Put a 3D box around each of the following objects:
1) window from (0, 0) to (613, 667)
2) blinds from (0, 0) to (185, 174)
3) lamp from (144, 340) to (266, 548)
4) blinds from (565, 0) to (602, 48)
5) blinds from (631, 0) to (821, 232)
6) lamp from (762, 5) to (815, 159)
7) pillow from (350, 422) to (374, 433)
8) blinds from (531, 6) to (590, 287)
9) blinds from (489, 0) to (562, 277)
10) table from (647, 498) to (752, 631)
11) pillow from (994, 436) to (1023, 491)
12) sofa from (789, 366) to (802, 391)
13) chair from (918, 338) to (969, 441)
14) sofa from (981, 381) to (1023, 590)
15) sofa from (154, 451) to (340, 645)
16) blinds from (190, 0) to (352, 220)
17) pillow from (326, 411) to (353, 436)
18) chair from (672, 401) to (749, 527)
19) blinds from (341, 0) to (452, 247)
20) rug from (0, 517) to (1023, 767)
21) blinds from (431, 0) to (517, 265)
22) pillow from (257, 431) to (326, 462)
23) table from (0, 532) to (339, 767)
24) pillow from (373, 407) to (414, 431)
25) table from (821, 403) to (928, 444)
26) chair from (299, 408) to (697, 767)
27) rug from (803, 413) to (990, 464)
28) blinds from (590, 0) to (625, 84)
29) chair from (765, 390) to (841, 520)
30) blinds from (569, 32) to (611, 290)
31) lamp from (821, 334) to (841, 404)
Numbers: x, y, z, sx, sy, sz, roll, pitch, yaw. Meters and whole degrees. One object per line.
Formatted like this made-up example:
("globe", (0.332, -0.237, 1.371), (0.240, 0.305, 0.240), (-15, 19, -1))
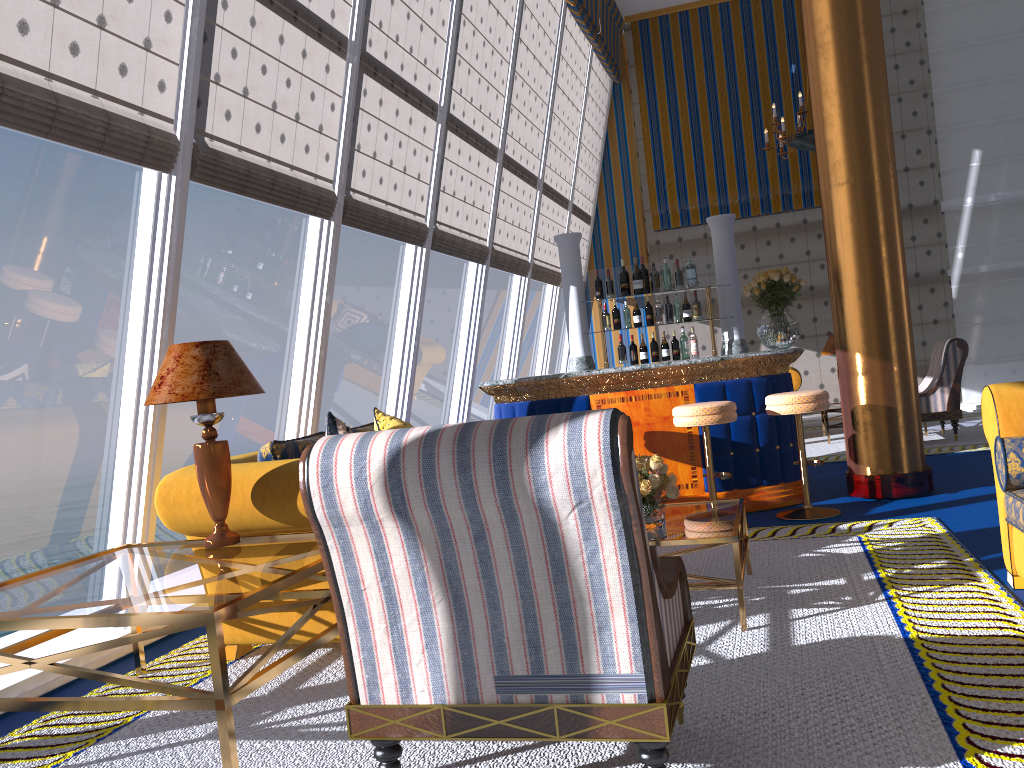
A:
("window", (-1.046, -1.797, 5.450), (1.610, 5.857, 15.543), (-6, 1, 16))
("blinds", (-1.495, -2.644, 3.181), (0.870, 3.395, 1.372), (-6, 1, 16))
("lamp", (-1.162, 0.233, 3.428), (0.442, 0.783, 0.450), (-6, 1, 31))
("blinds", (0.811, -4.492, 10.169), (0.337, 0.830, 1.532), (-6, 1, 16))
("blinds", (3.070, -3.725, 11.951), (2.647, 2.991, 0.153), (-6, 1, 15))
("lamp", (2.954, -3.447, 8.791), (1.062, 2.422, 1.056), (-6, 1, -7))
("pillow", (-0.780, 0.481, 4.725), (0.245, 0.546, 0.613), (-6, 1, 14))
("blinds", (0.627, -2.937, 10.447), (0.870, 3.395, 1.372), (-6, 1, 16))
("blinds", (0.193, -2.877, 8.959), (0.870, 3.395, 1.372), (-6, 1, 16))
("table", (0.549, 0.801, 3.977), (0.969, 0.369, 0.911), (-6, 1, 16))
("pillow", (2.084, 0.293, 3.417), (0.375, 0.219, 0.216), (-6, 1, 20))
("sofa", (2.557, 0.292, 10.682), (1.837, 0.854, 1.017), (-6, 1, 17))
("chair", (4.007, 0.069, 8.685), (0.780, 0.967, 0.798), (-6, 1, 16))
("sofa", (2.252, 0.390, 2.861), (1.005, 0.854, 1.858), (-6, 1, 18))
("sofa", (-0.724, 0.691, 4.408), (0.996, 0.854, 1.855), (-6, 1, 16))
("blinds", (-1.075, -2.702, 4.620), (0.870, 3.395, 1.372), (-6, 1, 16))
("pillow", (-0.702, 0.423, 4.137), (0.279, 0.619, 0.694), (-6, 1, 14))
("chair", (1.231, 0.507, 5.520), (0.401, 0.782, 0.395), (-7, 1, -25))
("blinds", (-0.653, -2.760, 6.065), (0.870, 3.395, 1.372), (-6, 1, 16))
("rug", (-0.130, 1.075, 2.585), (3.573, 0.010, 6.287), (-6, 0, 16))
("blinds", (-0.222, -2.820, 7.540), (0.870, 3.395, 1.372), (-6, 1, 16))
("pillow", (-0.951, 0.504, 4.140), (0.245, 0.549, 0.610), (-6, 1, 14))
("table", (-1.170, 0.906, 3.022), (1.231, 0.550, 1.157), (-6, 1, 16))
("pillow", (-0.548, 0.398, 4.660), (0.326, 0.583, 0.581), (-6, 1, 36))
("table", (3.904, 0.386, 9.649), (0.969, 0.369, 0.911), (-6, 1, 16))
("chair", (0.025, 0.558, 2.341), (0.789, 0.967, 0.788), (-6, 1, 16))
("rug", (3.270, 0.643, 9.714), (6.225, 0.011, 3.611), (-6, 0, 15))
("blinds", (1.245, -4.552, 11.657), (0.337, 0.830, 1.532), (-6, 1, 16))
("chair", (1.844, 0.439, 5.638), (0.400, 0.782, 0.396), (-7, 1, -13))
("blinds", (1.045, -2.995, 11.878), (0.870, 3.395, 1.372), (-6, 1, 16))
("lamp", (3.686, -0.170, 9.869), (0.446, 0.783, 0.446), (-6, 1, 1))
